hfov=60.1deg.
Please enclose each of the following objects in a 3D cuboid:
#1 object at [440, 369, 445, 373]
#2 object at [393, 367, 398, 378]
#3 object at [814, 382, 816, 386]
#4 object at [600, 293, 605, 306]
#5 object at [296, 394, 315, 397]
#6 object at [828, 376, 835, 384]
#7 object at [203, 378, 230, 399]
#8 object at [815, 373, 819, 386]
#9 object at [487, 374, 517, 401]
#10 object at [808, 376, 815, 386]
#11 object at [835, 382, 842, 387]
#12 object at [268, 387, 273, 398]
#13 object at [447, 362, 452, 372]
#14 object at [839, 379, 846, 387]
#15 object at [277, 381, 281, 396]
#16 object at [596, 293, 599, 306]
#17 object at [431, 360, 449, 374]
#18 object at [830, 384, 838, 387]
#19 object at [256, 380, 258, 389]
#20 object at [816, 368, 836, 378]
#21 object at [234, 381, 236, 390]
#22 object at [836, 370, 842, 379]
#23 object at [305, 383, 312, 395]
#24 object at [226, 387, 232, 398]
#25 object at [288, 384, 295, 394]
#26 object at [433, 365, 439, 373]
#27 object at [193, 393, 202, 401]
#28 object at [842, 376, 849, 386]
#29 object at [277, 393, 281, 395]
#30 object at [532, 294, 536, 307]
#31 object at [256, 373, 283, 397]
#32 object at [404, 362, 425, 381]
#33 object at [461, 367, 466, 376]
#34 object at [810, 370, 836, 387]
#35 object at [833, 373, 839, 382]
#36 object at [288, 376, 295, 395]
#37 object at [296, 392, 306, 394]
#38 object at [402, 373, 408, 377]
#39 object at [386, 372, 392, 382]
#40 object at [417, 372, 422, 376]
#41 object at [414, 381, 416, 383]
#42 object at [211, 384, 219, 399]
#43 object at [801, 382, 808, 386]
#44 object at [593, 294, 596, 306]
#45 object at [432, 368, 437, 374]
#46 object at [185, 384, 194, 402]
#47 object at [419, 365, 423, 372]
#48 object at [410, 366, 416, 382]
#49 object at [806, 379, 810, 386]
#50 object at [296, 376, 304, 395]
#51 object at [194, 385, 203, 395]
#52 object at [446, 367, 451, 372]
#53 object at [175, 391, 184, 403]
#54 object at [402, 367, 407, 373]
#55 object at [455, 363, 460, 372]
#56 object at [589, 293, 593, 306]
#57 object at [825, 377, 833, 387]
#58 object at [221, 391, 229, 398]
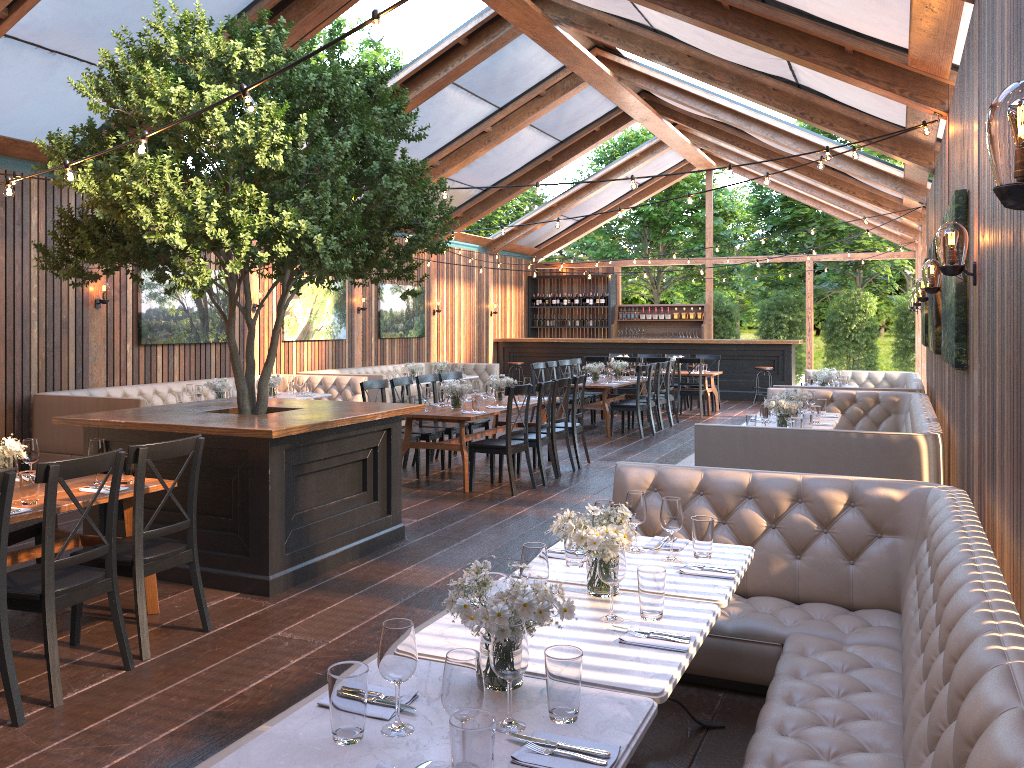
[{"bbox_3d":[-1.182,-0.166,15.040,0.092,0.158,0.092,0,1,10],"label":"object"},{"bbox_3d":[-1.880,-0.157,14.269,0.092,0.244,0.092,0,1,-18],"label":"object"},{"bbox_3d":[4.483,-0.036,13.114,0.092,0.158,0.092,0,1,10],"label":"object"},{"bbox_3d":[2.235,-2.079,21.813,0.136,0.316,0.136,0,1,30],"label":"object"},{"bbox_3d":[-2.692,0.146,11.457,0.255,0.019,0.158,2,4,24],"label":"object"},{"bbox_3d":[4.243,0.013,11.757,0.092,0.244,0.092,0,1,-18],"label":"object"},{"bbox_3d":[-3.440,0.073,10.390,0.336,0.309,0.329,2,3,36],"label":"object"},{"bbox_3d":[4.289,-0.034,12.450,0.092,0.244,0.092,0,1,-24],"label":"object"},{"bbox_3d":[-0.126,0.036,10.069,0.336,0.309,0.329,-1,2,-29],"label":"object"},{"bbox_3d":[3.969,0.016,11.716,0.092,0.244,0.092,0,1,-18],"label":"object"},{"bbox_3d":[4.350,0.054,11.782,0.092,0.158,0.092,0,1,10],"label":"object"},{"bbox_3d":[-2.989,0.114,10.891,0.092,0.158,0.092,0,1,10],"label":"object"},{"bbox_3d":[-1.121,-0.265,15.881,0.092,0.244,0.092,0,1,-24],"label":"object"},{"bbox_3d":[4.666,0.006,12.488,0.092,0.158,0.092,0,1,10],"label":"object"},{"bbox_3d":[-3.066,0.027,11.541,0.092,0.244,0.092,0,1,-18],"label":"object"},{"bbox_3d":[2.113,-2.079,21.822,0.078,0.312,0.078,0,0,19],"label":"object"},{"bbox_3d":[-1.258,-0.266,15.417,0.329,0.309,0.337,0,2,-2],"label":"object"},{"bbox_3d":[4.159,0.077,11.434,0.092,0.158,0.092,0,1,10],"label":"object"},{"bbox_3d":[-3.095,0.073,10.866,0.092,0.244,0.092,0,1,-18],"label":"object"},{"bbox_3d":[4.586,-0.094,12.866,0.329,0.309,0.337,0,2,-2],"label":"object"},{"bbox_3d":[-3.366,0.074,10.853,0.092,0.244,0.092,0,1,-18],"label":"object"},{"bbox_3d":[4.876,-0.084,13.194,0.092,0.244,0.092,0,1,-24],"label":"object"},{"bbox_3d":[-2.673,0.065,11.622,0.092,0.158,0.092,0,1,10],"label":"object"},{"bbox_3d":[-3.472,0.118,10.829,0.092,0.158,0.092,0,1,10],"label":"object"},{"bbox_3d":[-2.952,0.050,11.838,0.092,0.158,0.092,-1,1,-30],"label":"object"},{"bbox_3d":[-1.289,-0.207,15.016,0.092,0.244,0.092,0,1,-24],"label":"object"},{"bbox_3d":[-3.496,0.185,9.838,0.092,0.158,0.092,0,1,10],"label":"object"},{"bbox_3d":[4.982,-0.043,13.219,0.092,0.158,0.092,0,1,10],"label":"object"},{"bbox_3d":[-3.153,0.130,11.682,0.255,0.019,0.158,2,4,24],"label":"object"},{"bbox_3d":[0.563,-2.136,22.576,0.081,0.324,0.170,0,1,9],"label":"object"},{"bbox_3d":[-3.057,0.013,11.270,0.336,0.309,0.329,2,3,40],"label":"object"},{"bbox_3d":[-1.620,-0.207,14.536,0.336,0.309,0.329,-2,3,-44],"label":"object"},{"bbox_3d":[-0.866,-0.215,15.772,0.092,0.158,0.092,0,1,10],"label":"object"},{"bbox_3d":[4.224,-0.035,11.985,0.336,0.309,0.329,-2,3,-44],"label":"object"},{"bbox_3d":[4.560,-0.035,12.463,0.092,0.244,0.092,0,1,-24],"label":"object"},{"bbox_3d":[-2.927,0.015,11.732,0.092,0.244,0.092,0,1,-18],"label":"object"},{"bbox_3d":[-2.786,0.121,11.820,0.157,0.019,0.255,2,4,24],"label":"object"},{"bbox_3d":[-1.689,-0.095,13.987,0.092,0.158,0.092,0,1,10],"label":"object"},{"bbox_3d":[-1.986,-0.112,14.244,0.092,0.158,0.092,0,1,10],"label":"object"},{"bbox_3d":[-1.499,-0.118,14.335,0.092,0.158,0.092,0,1,10],"label":"object"},{"bbox_3d":[-1.517,-0.037,14.169,0.255,0.019,0.158,2,4,24],"label":"object"},{"bbox_3d":[-3.412,0.121,10.161,0.092,0.244,0.092,0,1,-18],"label":"object"},{"bbox_3d":[3.862,0.060,11.692,0.092,0.158,0.092,0,1,10],"label":"object"},{"bbox_3d":[2.050,-2.082,21.885,0.077,0.309,0.077,0,0,2],"label":"object"},{"bbox_3d":[-1.366,-0.208,15.666,0.092,0.158,0.092,0,1,10],"label":"object"},{"bbox_3d":[-3.686,0.123,10.120,0.092,0.244,0.092,0,1,-18],"label":"object"},{"bbox_3d":[-1.559,-0.206,15.003,0.092,0.244,0.092,0,1,-24],"label":"object"},{"bbox_3d":[-1.605,-0.159,14.310,0.092,0.244,0.092,0,1,-18],"label":"object"},{"bbox_3d":[4.183,0.011,12.426,0.092,0.158,0.092,0,1,10],"label":"object"},{"bbox_3d":[-2.779,0.024,11.598,0.092,0.244,0.092,0,1,27],"label":"object"},{"bbox_3d":[-3.520,0.135,9.944,0.092,0.244,0.092,0,1,-18],"label":"object"},{"bbox_3d":[-1.145,-0.230,15.988,0.092,0.158,0.092,0,1,10],"label":"object"},{"bbox_3d":[-3.793,0.168,10.095,0.092,0.158,0.092,0,1,10],"label":"object"},{"bbox_3d":[-1.714,-0.145,14.094,0.092,0.244,0.092,0,1,-18],"label":"object"},{"bbox_3d":[-0.973,-0.256,15.747,0.092,0.244,0.092,0,1,-24],"label":"object"},{"bbox_3d":[1.955,-2.095,21.907,0.087,0.334,0.087,0,0,4],"label":"object"},{"bbox_3d":[4.135,0.027,11.541,0.092,0.244,0.092,0,1,-18],"label":"object"},{"bbox_3d":[-3.305,0.162,10.185,0.092,0.158,0.092,0,1,10],"label":"object"}]
